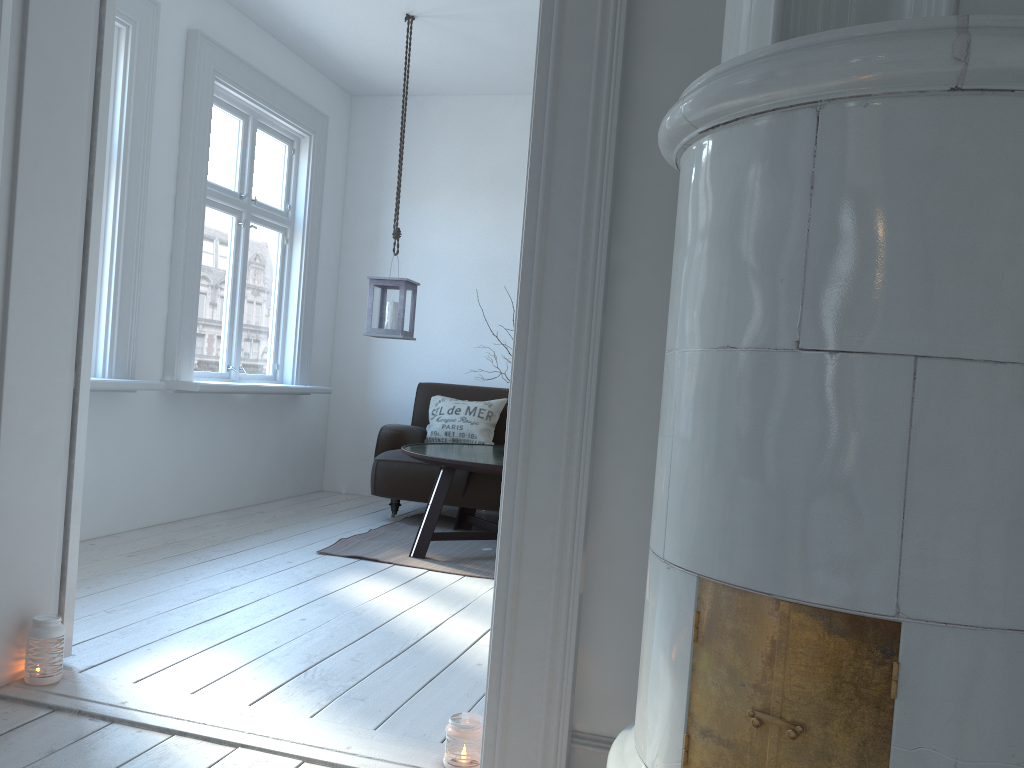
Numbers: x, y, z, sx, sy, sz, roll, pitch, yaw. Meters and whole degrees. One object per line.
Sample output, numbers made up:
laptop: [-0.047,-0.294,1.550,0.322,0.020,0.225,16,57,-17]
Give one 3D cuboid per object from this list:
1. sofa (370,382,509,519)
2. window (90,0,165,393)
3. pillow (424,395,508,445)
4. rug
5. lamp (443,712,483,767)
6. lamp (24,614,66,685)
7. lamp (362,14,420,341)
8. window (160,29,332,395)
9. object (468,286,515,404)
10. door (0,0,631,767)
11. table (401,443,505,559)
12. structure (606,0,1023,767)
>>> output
sofa: [0.288,0.468,5.366,2.164,0.825,0.969,5,1,15]
window: [-1.944,-0.895,3.529,0.375,1.846,1.456,5,1,15]
pillow: [-0.312,0.253,5.643,0.519,0.367,0.239,5,1,15]
rug: [0.050,0.849,4.640,1.709,0.055,1.456,5,0,16]
lamp: [-0.104,0.804,1.984,0.093,0.110,0.093,5,1,32]
lamp: [-1.210,0.687,2.297,0.089,0.166,0.089,5,1,14]
lamp: [-0.599,-1.130,4.825,0.228,1.762,0.228,5,1,12]
window: [-9.005,-3.261,28.876,27.743,15.025,51.294,5,0,15]
object: [0.208,-0.147,4.506,0.846,1.066,0.525,4,1,-14]
door: [-0.567,-0.422,2.099,2.597,2.506,0.577,5,1,15]
table: [0.060,0.625,4.610,1.299,0.503,1.300,5,0,5]
structure: [0.432,-0.422,1.263,1.248,2.828,0.800,4,1,-30]
